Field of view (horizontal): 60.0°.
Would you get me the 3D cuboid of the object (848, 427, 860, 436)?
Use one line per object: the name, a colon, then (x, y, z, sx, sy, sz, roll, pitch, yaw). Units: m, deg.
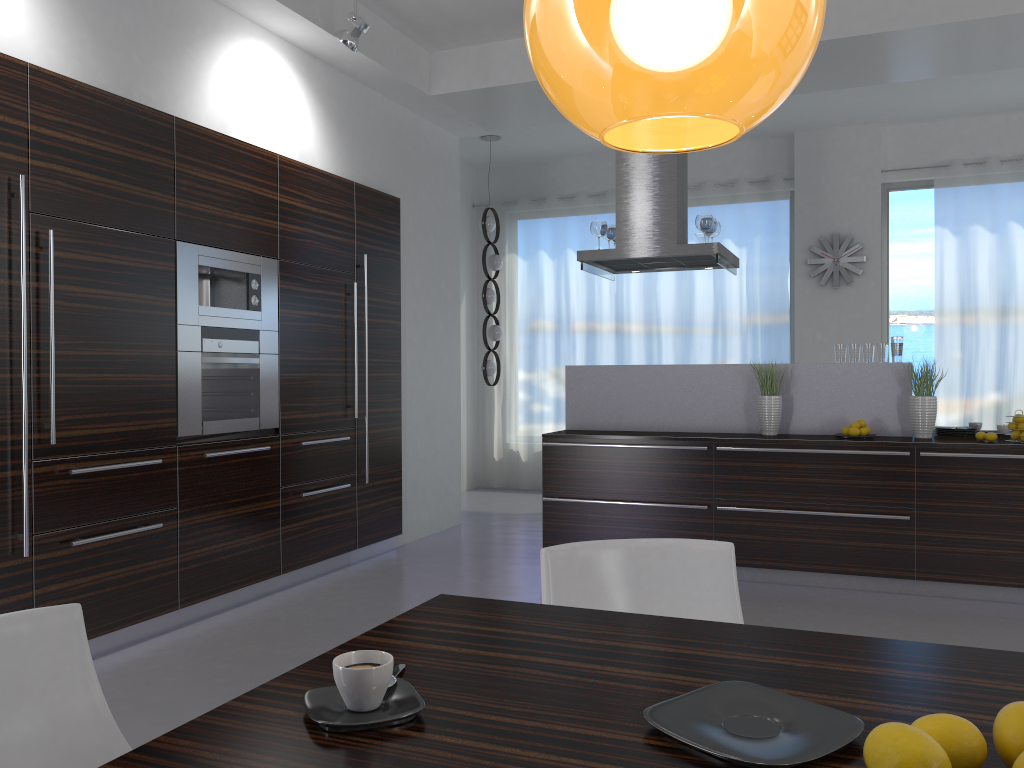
object: (2.007, 0.282, 5.204, 0.070, 0.058, 0.060, 0, 1, 21)

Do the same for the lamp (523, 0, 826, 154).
lamp: (0.189, -1.288, 1.071, 0.359, 1.974, 0.358, 0, 1, 28)

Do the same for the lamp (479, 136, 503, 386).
lamp: (-0.199, -1.165, 8.476, 0.180, 2.370, 0.367, 0, 1, 16)

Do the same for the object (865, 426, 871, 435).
object: (2.104, 0.278, 5.270, 0.063, 0.053, 0.051, -1, 1, -27)

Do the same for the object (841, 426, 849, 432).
object: (2.004, 0.281, 5.315, 0.052, 0.054, 0.061, -1, 1, -21)

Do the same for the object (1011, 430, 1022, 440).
object: (2.785, 0.282, 4.894, 0.060, 0.057, 0.052, 0, 1, 24)

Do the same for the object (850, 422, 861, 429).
object: (2.029, 0.248, 5.245, 0.061, 0.047, 0.053, 0, 1, 25)

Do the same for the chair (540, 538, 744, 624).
chair: (0.353, 0.811, 2.074, 0.508, 0.805, 0.620, 0, 1, -8)

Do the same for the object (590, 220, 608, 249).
object: (0.617, -1.041, 6.292, 0.125, 0.221, 0.125, -1, 1, -43)

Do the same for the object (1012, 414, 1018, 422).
object: (2.807, 0.195, 4.921, 0.052, 0.060, 0.057, 0, 1, 11)

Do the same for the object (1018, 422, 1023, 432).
object: (2.801, 0.237, 4.854, 0.062, 0.053, 0.052, 0, 1, -6)

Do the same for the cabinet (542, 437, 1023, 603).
cabinet: (1.957, 0.743, 5.697, 3.285, 0.852, 1.377, 0, 1, 22)

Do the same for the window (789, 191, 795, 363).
window: (1.379, -0.615, 9.168, 3.000, 2.500, 0.100, 0, 1, 22)

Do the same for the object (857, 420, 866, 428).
object: (2.075, 0.237, 5.271, 0.053, 0.048, 0.063, 0, 1, -12)

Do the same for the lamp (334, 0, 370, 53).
lamp: (-0.751, -2.052, 4.629, 0.171, 0.511, 0.605, -1, 1, -36)

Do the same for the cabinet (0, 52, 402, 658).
cabinet: (-1.739, -0.054, 4.782, 0.669, 2.500, 3.600, 0, 1, 22)

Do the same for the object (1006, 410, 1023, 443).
object: (2.859, 0.231, 4.864, 0.189, 0.174, 0.207, 0, 1, -13)

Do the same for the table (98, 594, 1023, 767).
table: (0.584, 0.833, 0.941, 2.046, 0.783, 1.127, 0, 1, 22)

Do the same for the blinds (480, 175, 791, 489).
blinds: (1.144, -0.425, 9.026, 3.245, 3.112, 0.120, 0, 1, 22)

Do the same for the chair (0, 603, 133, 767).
chair: (-0.726, 0.823, 1.425, 0.620, 0.805, 0.508, 0, 1, 17)

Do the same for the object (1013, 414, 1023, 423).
object: (2.790, 0.192, 4.871, 0.053, 0.051, 0.063, 0, 1, -20)

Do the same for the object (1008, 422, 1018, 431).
object: (2.780, 0.235, 4.912, 0.053, 0.051, 0.063, 0, 1, -9)

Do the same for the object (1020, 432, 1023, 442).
object: (2.809, 0.288, 4.838, 0.064, 0.063, 0.074, 0, 1, 43)

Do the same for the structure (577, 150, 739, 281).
structure: (1.077, -1.420, 6.417, 0.981, 1.231, 0.915, 0, 1, 22)

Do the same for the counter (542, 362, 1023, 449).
counter: (1.962, 0.519, 5.704, 3.291, 1.300, 1.302, 0, 1, 22)

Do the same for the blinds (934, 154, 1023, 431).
blinds: (5.089, -0.427, 7.399, 2.830, 3.112, 0.120, 0, 1, 22)

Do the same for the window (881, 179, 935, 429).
window: (4.846, -0.617, 7.739, 3.000, 2.500, 0.100, 0, 1, 22)

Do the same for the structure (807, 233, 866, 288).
structure: (2.976, -1.134, 8.138, 0.505, 0.505, 0.076, 0, 1, 22)

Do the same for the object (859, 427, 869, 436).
object: (2.068, 0.283, 5.225, 0.061, 0.054, 0.052, 0, 1, -1)

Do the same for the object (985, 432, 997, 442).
object: (2.653, 0.294, 4.913, 0.063, 0.051, 0.053, 0, 1, 26)

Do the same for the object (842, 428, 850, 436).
object: (1.991, 0.286, 5.261, 0.063, 0.051, 0.053, 0, 1, 26)
